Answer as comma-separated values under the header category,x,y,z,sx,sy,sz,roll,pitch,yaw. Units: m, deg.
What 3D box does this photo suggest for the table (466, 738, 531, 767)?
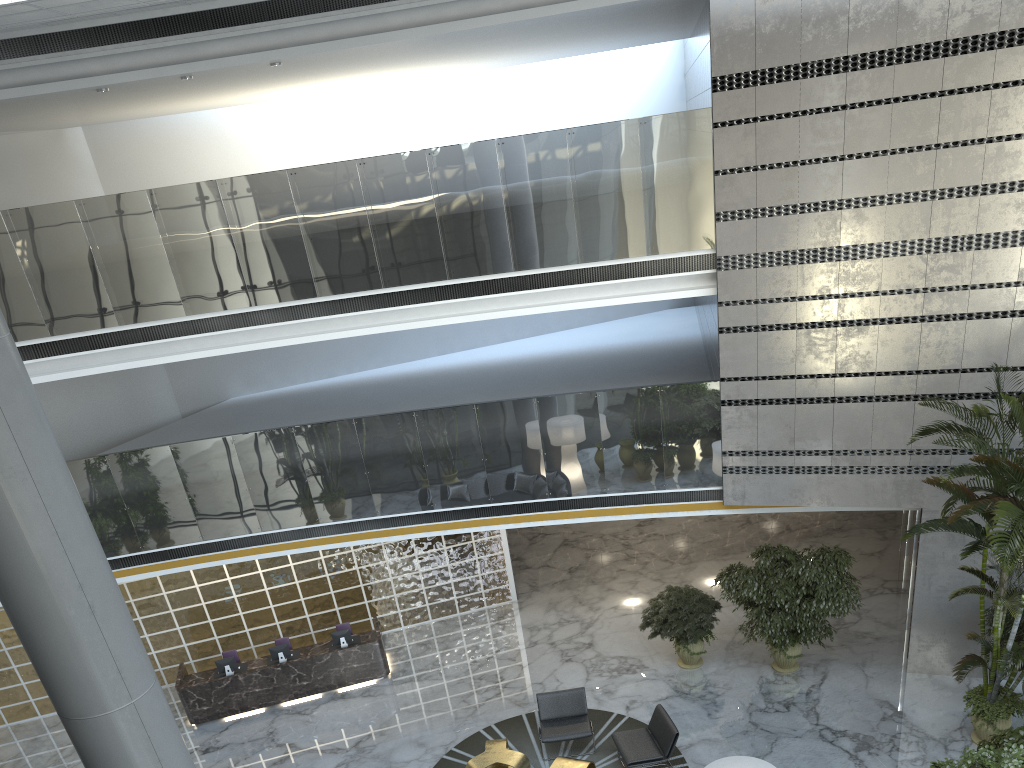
category,x,y,z,sx,sy,sz,roll,pitch,yaw
table,-0.193,4.974,11.336,0.860,0.305,0.672,-8,17,1

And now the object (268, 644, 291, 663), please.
category,x,y,z,sx,sy,sz,roll,pitch,yaw
object,-3.595,4.188,13.306,0.290,0.329,0.102,-12,25,-10

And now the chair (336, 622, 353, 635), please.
category,x,y,z,sx,sy,sz,roll,pitch,yaw
chair,-2.685,4.224,13.967,0.256,0.654,0.308,-13,25,-11

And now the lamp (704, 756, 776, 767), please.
category,x,y,z,sx,sy,sz,roll,pitch,yaw
lamp,2.296,4.620,8.549,0.792,1.866,0.792,13,32,39

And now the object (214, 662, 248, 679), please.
category,x,y,z,sx,sy,sz,roll,pitch,yaw
object,-4.362,4.474,13.295,0.509,0.005,0.374,-11,16,-11

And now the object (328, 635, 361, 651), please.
category,x,y,z,sx,sy,sz,roll,pitch,yaw
object,-2.656,4.137,13.609,0.509,0.005,0.374,-11,16,-11

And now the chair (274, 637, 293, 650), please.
category,x,y,z,sx,sy,sz,roll,pitch,yaw
chair,-3.632,4.411,13.793,0.256,0.654,0.308,-13,25,-11

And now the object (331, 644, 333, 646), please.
category,x,y,z,sx,sy,sz,roll,pitch,yaw
object,-2.857,4.147,13.629,0.035,0.019,0.058,-12,17,-10

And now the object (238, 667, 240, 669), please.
category,x,y,z,sx,sy,sz,roll,pitch,yaw
object,-4.371,4.452,13.348,0.263,0.012,0.064,-11,16,-10

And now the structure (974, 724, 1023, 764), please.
category,x,y,z,sx,sy,sz,roll,pitch,yaw
structure,5.352,4.164,8.711,1.584,1.803,1.287,-11,23,-6

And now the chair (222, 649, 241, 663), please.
category,x,y,z,sx,sy,sz,roll,pitch,yaw
chair,-4.429,4.569,13.646,0.256,0.654,0.308,-13,25,-11

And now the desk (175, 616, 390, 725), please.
category,x,y,z,sx,sy,sz,roll,pitch,yaw
desk,-3.686,4.502,13.990,3.144,0.796,1.432,-11,18,-11

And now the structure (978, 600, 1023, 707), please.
category,x,y,z,sx,sy,sz,roll,pitch,yaw
structure,6.616,3.419,10.831,1.115,1.728,1.266,-18,24,-20

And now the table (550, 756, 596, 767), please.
category,x,y,z,sx,sy,sz,roll,pitch,yaw
table,0.638,5.044,10.399,1.325,0.448,1.101,-19,20,-32

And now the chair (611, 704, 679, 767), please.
category,x,y,z,sx,sy,sz,roll,pitch,yaw
chair,1.707,4.590,10.909,0.725,0.751,0.649,-12,22,-9

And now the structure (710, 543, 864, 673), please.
category,x,y,z,sx,sy,sz,roll,pitch,yaw
structure,3.904,3.198,12.104,1.584,2.209,1.866,-23,26,-31

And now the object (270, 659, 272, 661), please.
category,x,y,z,sx,sy,sz,roll,pitch,yaw
object,-3.782,4.330,13.459,0.035,0.019,0.058,-12,17,-10

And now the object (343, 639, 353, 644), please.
category,x,y,z,sx,sy,sz,roll,pitch,yaw
object,-2.666,4.115,13.663,0.263,0.012,0.064,-11,16,-10

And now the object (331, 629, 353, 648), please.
category,x,y,z,sx,sy,sz,roll,pitch,yaw
object,-2.670,4.005,13.477,0.290,0.329,0.102,-12,25,-10

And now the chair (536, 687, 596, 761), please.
category,x,y,z,sx,sy,sz,roll,pitch,yaw
chair,0.711,4.564,11.509,0.722,0.751,0.652,-8,22,0

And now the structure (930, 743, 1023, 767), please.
category,x,y,z,sx,sy,sz,roll,pitch,yaw
structure,4.559,4.229,8.173,1.198,2.198,1.278,-26,29,-35

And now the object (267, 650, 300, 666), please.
category,x,y,z,sx,sy,sz,roll,pitch,yaw
object,-3.581,4.320,13.439,0.509,0.005,0.374,-11,16,-11

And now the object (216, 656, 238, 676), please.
category,x,y,z,sx,sy,sz,roll,pitch,yaw
object,-4.376,4.342,13.162,0.290,0.329,0.102,-12,25,-10

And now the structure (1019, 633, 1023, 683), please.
category,x,y,z,sx,sy,sz,roll,pitch,yaw
structure,6.480,3.419,9.354,1.849,2.566,1.673,-4,23,10

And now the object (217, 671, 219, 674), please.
category,x,y,z,sx,sy,sz,roll,pitch,yaw
object,-4.563,4.484,13.315,0.035,0.019,0.058,-12,17,-10

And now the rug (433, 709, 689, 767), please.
category,x,y,z,sx,sy,sz,roll,pitch,yaw
rug,0.512,5.166,10.898,3.533,0.021,3.188,-10,16,-6

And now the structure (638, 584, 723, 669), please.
category,x,y,z,sx,sy,sz,roll,pitch,yaw
structure,2.553,3.588,12.742,1.113,1.486,1.128,9,28,35

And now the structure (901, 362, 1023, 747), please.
category,x,y,z,sx,sy,sz,roll,pitch,yaw
structure,5.544,2.141,9.552,2.355,5.201,2.338,6,28,29
